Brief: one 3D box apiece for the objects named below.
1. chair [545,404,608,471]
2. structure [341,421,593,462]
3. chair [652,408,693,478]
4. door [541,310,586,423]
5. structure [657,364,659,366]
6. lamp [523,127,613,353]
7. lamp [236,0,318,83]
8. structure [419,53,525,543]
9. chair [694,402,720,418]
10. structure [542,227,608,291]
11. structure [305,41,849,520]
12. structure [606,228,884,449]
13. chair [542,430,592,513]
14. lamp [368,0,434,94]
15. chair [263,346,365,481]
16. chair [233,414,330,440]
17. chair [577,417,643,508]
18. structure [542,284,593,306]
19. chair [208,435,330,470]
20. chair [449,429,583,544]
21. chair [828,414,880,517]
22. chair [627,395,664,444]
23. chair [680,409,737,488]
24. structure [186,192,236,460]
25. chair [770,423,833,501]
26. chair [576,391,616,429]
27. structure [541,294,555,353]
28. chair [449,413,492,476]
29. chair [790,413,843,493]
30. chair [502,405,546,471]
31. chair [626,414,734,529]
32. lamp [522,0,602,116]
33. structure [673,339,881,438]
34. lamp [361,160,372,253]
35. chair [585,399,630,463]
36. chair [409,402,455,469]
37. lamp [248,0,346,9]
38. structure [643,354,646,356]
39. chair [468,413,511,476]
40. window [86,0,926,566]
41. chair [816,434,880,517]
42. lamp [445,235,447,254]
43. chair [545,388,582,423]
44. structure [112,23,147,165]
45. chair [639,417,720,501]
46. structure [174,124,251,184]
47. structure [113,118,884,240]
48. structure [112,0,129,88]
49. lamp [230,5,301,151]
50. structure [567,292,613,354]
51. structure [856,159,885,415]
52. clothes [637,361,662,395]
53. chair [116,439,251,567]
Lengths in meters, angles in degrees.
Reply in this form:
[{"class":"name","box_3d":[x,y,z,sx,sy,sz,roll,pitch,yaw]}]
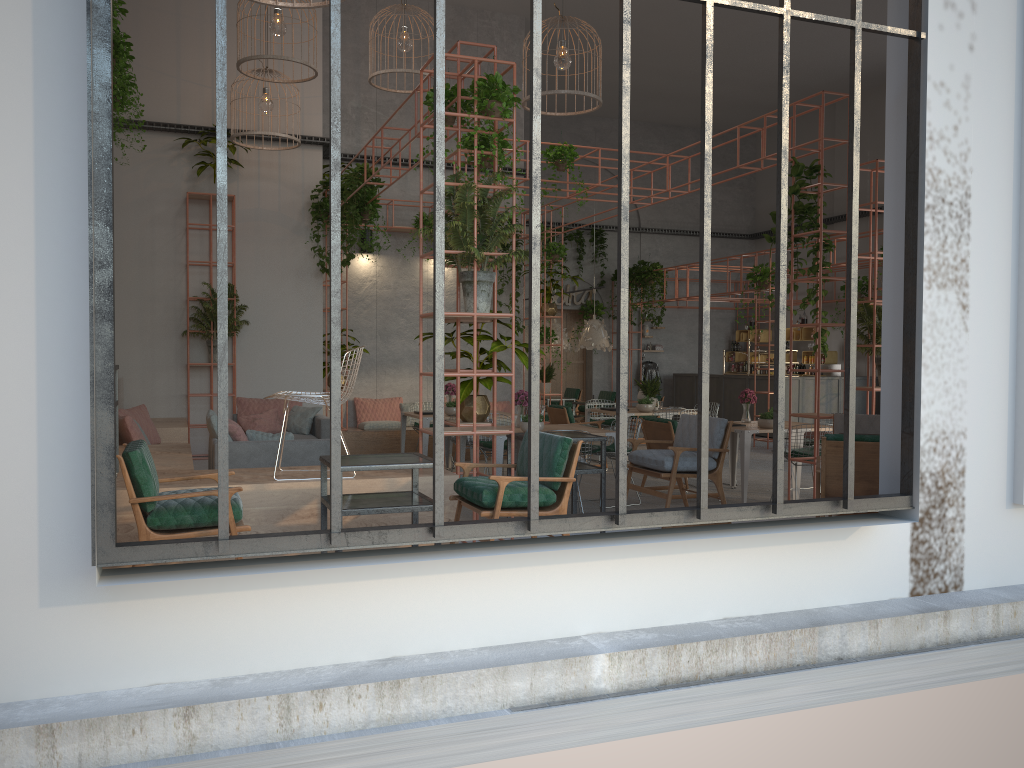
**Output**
[{"class":"chair","box_3d":[0.912,0.761,12.722,0.685,0.917,0.722,0,2,-21]},{"class":"structure","box_3d":[-1.744,0.854,16.489,4.386,0.500,5.831,0,2,-21]},{"class":"chair","box_3d":[2.138,0.782,12.104,0.565,0.941,0.717,0,2,-4]},{"class":"door","box_3d":[1.065,-0.425,21.585,1.360,2.729,0.551,0,2,-21]},{"class":"structure","box_3d":[3.566,-0.467,21.732,0.066,0.044,0.019,0,2,-21]},{"class":"lamp","box_3d":[0.862,-2.651,17.690,0.704,4.052,4.456,0,2,-21]},{"class":"lamp","box_3d":[-2.623,-5.248,9.907,0.883,3.476,0.883,1,2,32]},{"class":"structure","box_3d":[-0.230,-0.589,6.540,0.748,3.623,0.722,0,2,-21]},{"class":"chair","box_3d":[2.741,0.748,13.327,0.717,0.941,0.565,-1,2,-24]},{"class":"structure","box_3d":[1.347,-2.926,20.727,1.939,1.514,0.856,-1,2,-27]},{"class":"structure","box_3d":[-1.081,-1.197,13.967,4.501,4.345,14.096,0,2,-22]},{"class":"structure","box_3d":[6.541,-0.638,15.156,4.157,4.247,14.689,0,2,-21]},{"class":"chair","box_3d":[0.460,0.881,8.550,0.565,0.941,0.717,0,2,-4]},{"class":"lamp","box_3d":[-1.336,-5.493,11.018,0.883,3.476,0.883,1,2,32]},{"class":"chair","box_3d":[-1.424,0.191,6.401,0.717,0.941,0.565,0,2,-12]},{"class":"chair","box_3d":[-2.848,0.726,10.994,1.127,0.672,1.052,0,2,-21]},{"class":"chair","box_3d":[1.063,0.847,9.774,0.717,0.941,0.565,-1,2,-24]},{"class":"structure","box_3d":[1.300,-2.091,20.851,1.312,0.505,0.063,0,2,-21]},{"class":"chair","box_3d":[-2.285,0.766,8.345,1.056,0.586,1.127,0,2,-21]},{"class":"chair","box_3d":[0.010,0.780,5.648,0.685,0.929,0.722,0,2,-21]},{"class":"chair","box_3d":[3.159,0.738,7.770,0.722,0.914,0.685,1,2,19]},{"class":"chair","box_3d":[2.366,0.662,16.428,0.685,0.929,0.722,0,2,-21]},{"class":"chair","box_3d":[2.474,0.810,11.240,0.565,0.941,0.717,0,2,-19]},{"class":"structure","box_3d":[-4.133,-0.783,12.191,0.624,3.596,0.424,0,2,-21]},{"class":"chair","box_3d":[3.136,0.866,9.506,0.565,0.941,0.717,0,2,-4]},{"class":"chair","box_3d":[1.742,0.609,18.084,0.685,0.930,0.722,0,2,-21]},{"class":"structure","box_3d":[0.612,-1.478,20.669,0.921,1.527,0.950,1,2,13]},{"class":"chair","box_3d":[-0.504,0.799,11.109,0.565,0.941,0.717,0,2,-4]},{"class":"chair","box_3d":[3.739,0.831,10.730,0.717,0.941,0.565,-1,2,-24]},{"class":"chair","box_3d":[0.099,0.765,12.332,0.717,0.941,0.565,-1,2,-24]},{"class":"chair","box_3d":[1.375,0.733,7.407,0.685,0.929,0.722,0,2,-21]},{"class":"lamp","box_3d":[0.557,-4.808,9.718,0.883,3.476,0.883,1,2,32]},{"class":"structure","box_3d":[5.800,0.020,19.927,2.579,2.022,4.057,0,2,-21]},{"class":"lamp","box_3d":[-2.268,-2.767,13.834,0.179,1.425,0.185,0,2,-21]},{"class":"chair","box_3d":[1.476,0.726,13.838,0.565,0.941,0.717,0,2,-19]},{"class":"chair","box_3d":[-1.166,0.743,12.843,0.565,0.941,0.717,0,2,-19]},{"class":"lamp","box_3d":[-1.413,-4.255,5.492,0.883,3.476,0.883,1,2,32]},{"class":"structure","box_3d":[3.226,-0.708,21.591,0.066,0.044,0.019,0,2,-21]},{"class":"chair","box_3d":[-0.202,0.826,10.284,0.565,0.941,0.717,0,2,-19]},{"class":"window","box_3d":[0.319,-2.070,4.063,4.126,5.544,0.089,0,2,-21]},{"class":"chair","box_3d":[2.437,0.787,6.004,0.722,0.917,0.685,1,2,19]},{"class":"lamp","box_3d":[-1.137,-2.775,14.260,0.179,1.425,0.185,0,2,-21]},{"class":"chair","box_3d":[1.131,0.557,19.705,0.685,0.930,0.722,0,2,-21]},{"class":"structure","box_3d":[-3.830,-2.831,8.392,0.670,1.290,1.434,0,2,-21]},{"class":"chair","box_3d":[1.909,0.845,10.124,0.685,0.917,0.722,0,2,-21]},{"class":"structure","box_3d":[-4.006,-3.122,12.012,0.934,0.803,0.903,2,2,41]},{"class":"structure","box_3d":[1.733,-3.460,12.950,15.603,0.110,15.203,0,2,-21]},{"class":"structure","box_3d":[-3.470,-2.955,7.297,0.587,0.972,0.605,0,2,-22]},{"class":"lamp","box_3d":[-3.195,-4.881,11.499,0.883,3.476,0.883,1,2,32]},{"class":"structure","box_3d":[1.833,-1.467,21.175,0.950,1.527,0.921,0,2,-22]},{"class":"structure","box_3d":[3.841,-0.450,9.186,0.624,3.602,0.424,0,2,-21]},{"class":"clothes","box_3d":[3.367,-0.059,21.581,0.625,0.997,0.366,-1,2,-40]},{"class":"chair","box_3d":[-1.827,0.792,4.956,0.685,0.929,0.722,0,2,-21]}]
